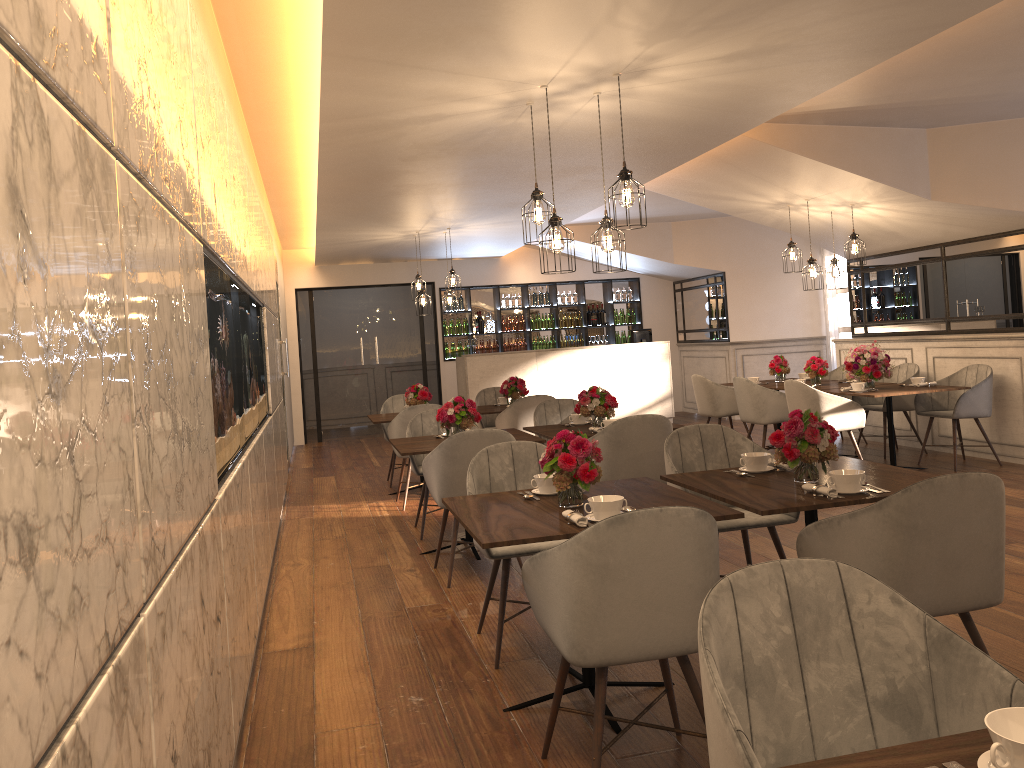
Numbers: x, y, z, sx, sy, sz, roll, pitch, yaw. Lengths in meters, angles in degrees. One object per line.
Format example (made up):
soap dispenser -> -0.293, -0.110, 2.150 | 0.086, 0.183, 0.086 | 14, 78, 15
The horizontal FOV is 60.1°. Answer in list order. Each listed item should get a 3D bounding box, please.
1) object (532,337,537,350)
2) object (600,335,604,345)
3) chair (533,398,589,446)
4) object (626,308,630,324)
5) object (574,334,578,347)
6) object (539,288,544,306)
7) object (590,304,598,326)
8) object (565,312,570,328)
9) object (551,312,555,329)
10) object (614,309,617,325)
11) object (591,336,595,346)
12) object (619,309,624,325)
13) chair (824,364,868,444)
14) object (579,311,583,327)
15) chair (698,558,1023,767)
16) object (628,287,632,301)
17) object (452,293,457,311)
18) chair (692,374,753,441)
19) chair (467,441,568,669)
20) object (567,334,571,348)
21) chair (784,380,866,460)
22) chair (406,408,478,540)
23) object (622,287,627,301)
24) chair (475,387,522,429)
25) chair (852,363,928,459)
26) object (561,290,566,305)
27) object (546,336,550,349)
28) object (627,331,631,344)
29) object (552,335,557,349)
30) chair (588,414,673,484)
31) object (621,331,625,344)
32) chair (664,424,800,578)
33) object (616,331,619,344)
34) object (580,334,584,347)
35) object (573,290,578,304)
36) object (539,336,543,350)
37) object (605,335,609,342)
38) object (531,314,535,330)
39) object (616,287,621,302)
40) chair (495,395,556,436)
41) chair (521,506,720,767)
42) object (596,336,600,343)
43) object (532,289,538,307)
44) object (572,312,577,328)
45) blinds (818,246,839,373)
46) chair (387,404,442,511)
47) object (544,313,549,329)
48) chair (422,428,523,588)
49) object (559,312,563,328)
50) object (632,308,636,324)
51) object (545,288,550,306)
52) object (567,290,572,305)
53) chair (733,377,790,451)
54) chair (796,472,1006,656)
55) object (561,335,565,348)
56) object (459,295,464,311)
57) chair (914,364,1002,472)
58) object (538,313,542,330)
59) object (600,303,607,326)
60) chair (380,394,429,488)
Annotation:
object -> 0.357, -0.627, 14.115 | 0.065, 0.261, 0.065 | -4, 0, -34
object -> 1.467, -0.684, 14.367 | 0.065, 0.208, 0.065 | -4, 0, 33
chair -> 0.445, 0.558, 6.675 | 0.565, 0.873, 0.526 | -4, 0, -13
object -> 1.889, -1.109, 14.472 | 0.065, 0.261, 0.065 | -4, 0, -34
object -> 1.025, -0.679, 14.267 | 0.065, 0.261, 0.065 | -4, 0, -34
object -> 0.462, -1.394, 14.125 | 0.075, 0.310, 0.075 | -4, 0, -2
object -> 1.321, -1.113, 14.321 | 0.103, 0.360, 0.104 | -4, 0, 39
object -> 0.893, -1.032, 14.246 | 0.065, 0.261, 0.065 | -4, 0, -34
object -> 0.656, -1.015, 14.192 | 0.065, 0.263, 0.065 | -4, 0, -34
object -> 1.674, -1.093, 14.423 | 0.065, 0.263, 0.065 | -4, 0, -34
object -> 1.316, -0.672, 14.332 | 0.065, 0.208, 0.065 | -4, 0, 33
object -> 1.781, -1.101, 14.447 | 0.065, 0.261, 0.065 | -4, 0, -34
chair -> 3.480, 0.216, 9.557 | 0.526, 0.873, 0.564 | -4, 0, -13
object -> 1.108, -1.049, 14.294 | 0.065, 0.261, 0.065 | -4, 0, -34
chair -> 0.624, 0.799, 1.532 | 0.565, 0.873, 0.526 | -4, 0, -13
object -> 1.926, -1.469, 14.457 | 0.070, 0.236, 0.041 | -4, 0, -13
object -> -0.898, -1.289, 13.816 | 0.075, 0.310, 0.075 | -4, 0, 31
chair -> 2.191, 0.316, 9.246 | 0.526, 0.873, 0.564 | -4, 0, -13
chair -> 0.079, 0.716, 3.949 | 0.565, 0.873, 0.526 | -4, 0, -13
object -> 0.917, -0.670, 14.242 | 0.065, 0.261, 0.065 | -4, 0, -34
chair -> 2.605, 0.379, 7.415 | 0.526, 0.873, 0.564 | -4, 0, -13
chair -> -0.489, 0.630, 6.463 | 0.565, 0.873, 0.526 | -4, 0, -13
object -> 1.828, -1.462, 14.435 | 0.070, 0.236, 0.041 | -4, 0, -13
chair -> -0.101, 0.475, 9.091 | 0.565, 0.873, 0.526 | -4, 0, -13
chair -> 3.686, 0.247, 8.642 | 0.526, 0.873, 0.564 | -4, 0, -13
object -> 0.823, -1.384, 14.207 | 0.070, 0.236, 0.041 | -4, 0, -13
object -> 0.572, -0.644, 14.164 | 0.065, 0.261, 0.065 | -4, 0, -34
object -> 1.913, -0.747, 14.469 | 0.065, 0.261, 0.065 | -4, 0, -34
object -> 0.680, -0.652, 14.188 | 0.065, 0.261, 0.065 | -4, 0, -34
chair -> 0.722, 0.603, 5.377 | 0.565, 0.873, 0.526 | -4, 0, -13
object -> 1.805, -0.739, 14.444 | 0.065, 0.261, 0.065 | -4, 0, -34
chair -> 1.012, 0.644, 4.161 | 0.565, 0.873, 0.526 | -4, 0, -13
object -> 1.698, -0.731, 14.420 | 0.065, 0.263, 0.065 | -4, 0, -34
object -> 1.132, -0.687, 14.291 | 0.065, 0.261, 0.065 | -4, 0, -34
object -> 1.019, -1.399, 14.251 | 0.070, 0.236, 0.041 | -4, 0, -13
object -> 0.465, -0.635, 14.139 | 0.065, 0.261, 0.065 | -4, 0, -34
object -> 1.543, -0.690, 14.384 | 0.065, 0.208, 0.065 | -4, 0, 33
object -> 0.333, -0.989, 14.118 | 0.065, 0.261, 0.065 | -4, 0, -34
object -> 1.731, -1.454, 14.413 | 0.070, 0.236, 0.041 | -4, 0, -13
chair -> 0.177, 0.520, 7.793 | 0.565, 0.873, 0.526 | -4, 0, -13
chair -> 0.356, 0.761, 2.650 | 0.565, 0.873, 0.526 | -4, 0, -13
object -> 1.392, -0.678, 14.349 | 0.065, 0.208, 0.065 | -4, 0, 33
object -> 0.360, -1.386, 14.102 | 0.075, 0.310, 0.075 | -4, 0, 20
object -> 1.001, -1.041, 14.270 | 0.065, 0.261, 0.065 | -4, 0, -34
blinds -> 4.500, -0.883, 11.690 | 0.134, 2.700, 1.379 | -4, 0, -12
chair -> -0.757, 0.592, 7.581 | 0.565, 0.873, 0.526 | -4, 0, -13
object -> 0.548, -1.007, 14.167 | 0.065, 0.263, 0.065 | -4, 0, -34
chair -> -0.211, 0.675, 5.164 | 0.565, 0.873, 0.526 | -4, 0, -13
object -> 0.786, -1.024, 14.221 | 0.065, 0.261, 0.065 | -4, 0, -34
object -> 1.996, -1.117, 14.496 | 0.065, 0.261, 0.065 | -4, 0, -34
object -> 0.563, -1.402, 14.148 | 0.075, 0.310, 0.075 | -4, 0, -2
object -> 0.921, -1.392, 14.229 | 0.070, 0.236, 0.041 | -4, 0, -13
chair -> 2.398, 0.347, 8.330 | 0.526, 0.873, 0.564 | -4, 0, -13
chair -> 1.290, 0.689, 2.862 | 0.565, 0.873, 0.526 | -4, 0, -13
object -> 0.810, -0.662, 14.218 | 0.065, 0.261, 0.065 | -4, 0, -34
object -> -0.796, -1.297, 13.839 | 0.075, 0.310, 0.075 | -4, 0, 34
chair -> 3.893, 0.278, 7.726 | 0.526, 0.873, 0.564 | -4, 0, -13
object -> 0.441, -0.998, 14.143 | 0.065, 0.263, 0.065 | -4, 0, -34
object -> 1.474, -1.126, 14.353 | 0.104, 0.359, 0.104 | -4, 0, 15
chair -> -1.034, 0.547, 8.879 | 0.565, 0.873, 0.526 | -4, 0, -13
